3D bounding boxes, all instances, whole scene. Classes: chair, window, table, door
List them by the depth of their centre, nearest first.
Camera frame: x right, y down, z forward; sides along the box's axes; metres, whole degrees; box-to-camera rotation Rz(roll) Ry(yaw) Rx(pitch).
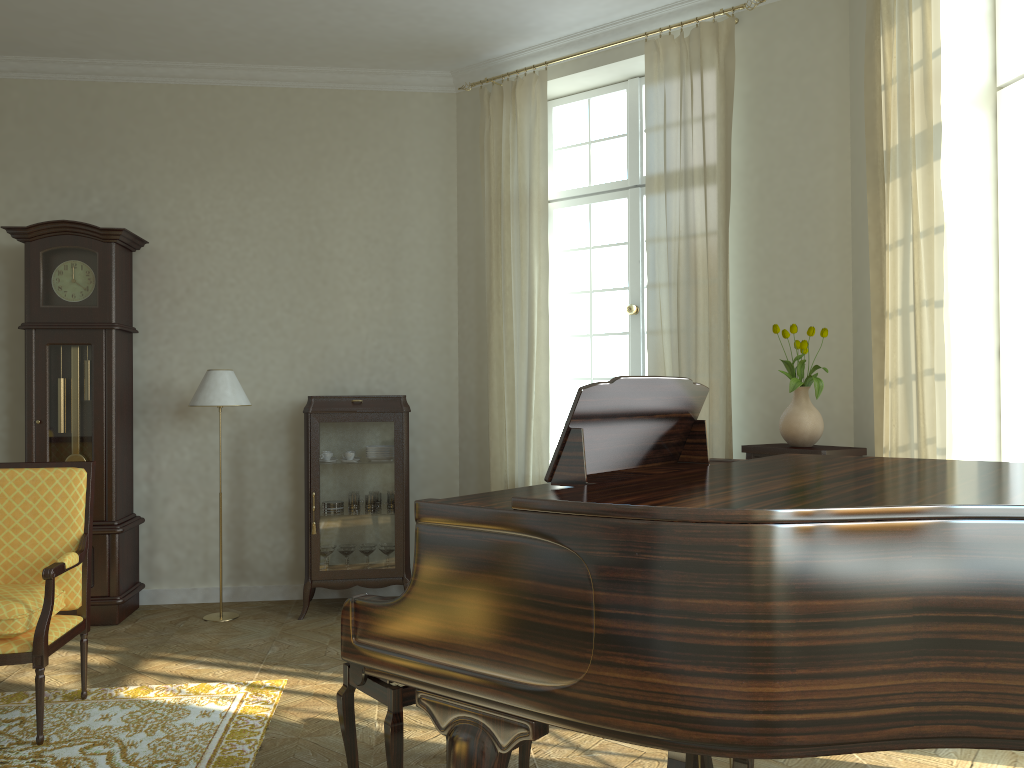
[{"bbox_3d":[-0.254,1.146,3.106,0.638,0.563,0.385,0,-1,-37],"label":"chair"},{"bbox_3d":[2.035,0.065,3.147,0.425,2.690,1.385,0,-1,-6],"label":"door"},{"bbox_3d":[2.205,-1.641,3.186,0.055,0.680,1.380,0,-1,-7],"label":"window"},{"bbox_3d":[-2.565,0.905,3.751,1.389,1.083,0.680,0,-1,-7],"label":"chair"},{"bbox_3d":[1.432,0.865,4.355,0.344,1.114,0.522,0,-1,-32],"label":"table"},{"bbox_3d":[0.784,-0.682,5.644,1.400,2.550,0.181,-1,-1,38],"label":"window"}]

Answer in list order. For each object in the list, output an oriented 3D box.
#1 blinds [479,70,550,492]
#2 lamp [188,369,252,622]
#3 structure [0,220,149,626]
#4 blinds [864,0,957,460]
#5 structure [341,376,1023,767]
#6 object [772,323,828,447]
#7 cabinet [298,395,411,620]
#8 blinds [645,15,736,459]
[{"bbox_3d":[-0.002,-0.264,5.640,0.554,3.385,0.162,-1,-1,43],"label":"blinds"},{"bbox_3d":[-1.826,0.686,5.557,0.380,1.552,0.381,0,-1,-2],"label":"lamp"},{"bbox_3d":[-2.723,0.241,5.575,0.715,2.458,0.521,0,-1,-7],"label":"structure"},{"bbox_3d":[1.683,-0.290,3.740,0.159,3.386,0.552,0,-1,-10],"label":"blinds"},{"bbox_3d":[0.781,0.691,2.157,1.856,1.439,1.514,-1,-1,38],"label":"structure"},{"bbox_3d":[1.421,0.004,4.364,0.264,0.609,0.242,-1,-1,18],"label":"object"},{"bbox_3d":[-0.998,0.768,5.779,0.733,1.386,0.542,0,-1,-7],"label":"cabinet"},{"bbox_3d":[1.006,-0.277,4.911,0.552,3.381,0.159,-1,-1,41],"label":"blinds"}]
